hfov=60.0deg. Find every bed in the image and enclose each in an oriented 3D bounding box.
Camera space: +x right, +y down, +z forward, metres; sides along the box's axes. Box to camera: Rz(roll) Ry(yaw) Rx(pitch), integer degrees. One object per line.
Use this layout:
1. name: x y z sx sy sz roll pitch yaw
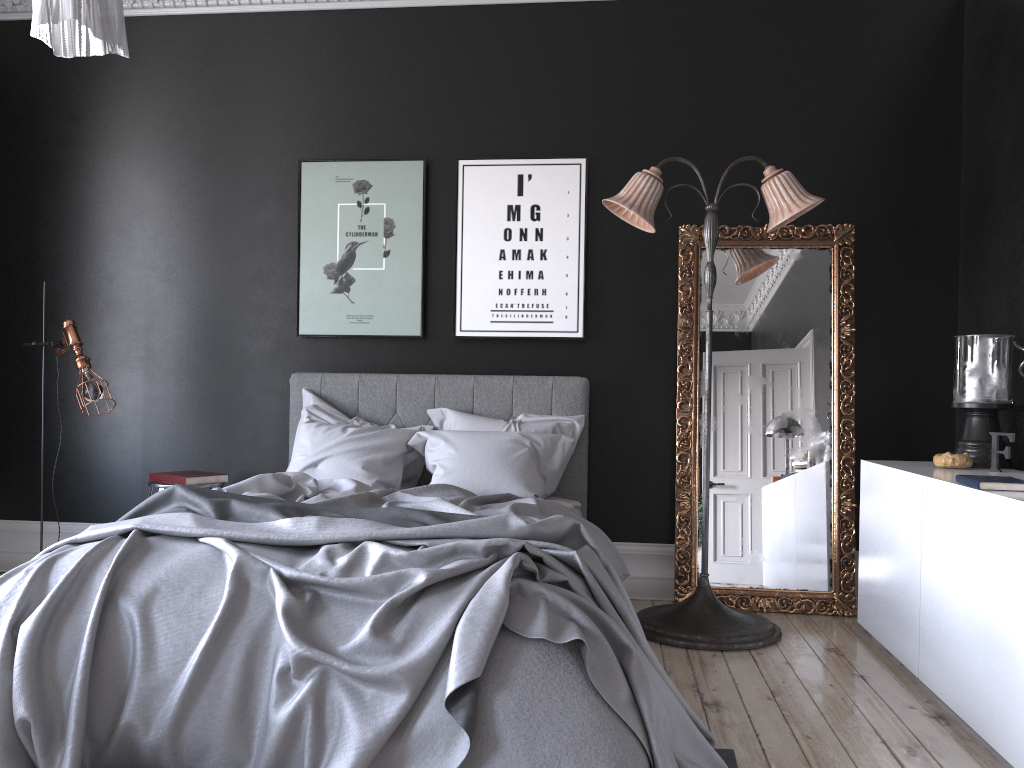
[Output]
1. bed: -0.720 0.570 3.782 2.765 1.298 3.283 1 -1 -5

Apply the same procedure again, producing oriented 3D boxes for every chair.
1. chair: -1.819 0.881 4.954 0.613 0.673 0.613 1 0 -39

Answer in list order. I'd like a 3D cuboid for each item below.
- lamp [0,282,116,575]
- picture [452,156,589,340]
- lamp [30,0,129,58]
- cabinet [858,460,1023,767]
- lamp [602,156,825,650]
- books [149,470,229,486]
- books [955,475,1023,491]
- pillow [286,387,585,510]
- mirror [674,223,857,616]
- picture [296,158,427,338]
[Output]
1. lamp: -2.844 0.307 5.224 1.717 1.779 0.437 1 0 45
2. picture: 0.048 -0.805 5.249 0.791 1.078 0.014 1 0 7
3. lamp: -0.838 -1.678 1.729 0.784 2.049 0.782 1 0 -40
4. cabinet: 1.935 0.819 3.348 0.570 0.882 2.396 1 -1 7
5. lamp: 1.001 0.047 4.527 0.986 2.411 0.772 1 0 39
6. books: -1.801 0.522 4.949 0.346 0.045 0.275 1 -1 36
7. books: 1.754 0.359 3.221 0.193 0.030 0.289 1 -1 12
8. pillow: -0.531 0.400 4.878 1.830 0.760 0.680 1 0 6
9. mirror: 1.431 0.175 5.014 0.991 2.192 0.254 1 0 7
10. picture: -0.916 -0.820 5.361 0.791 1.078 0.014 1 0 7
